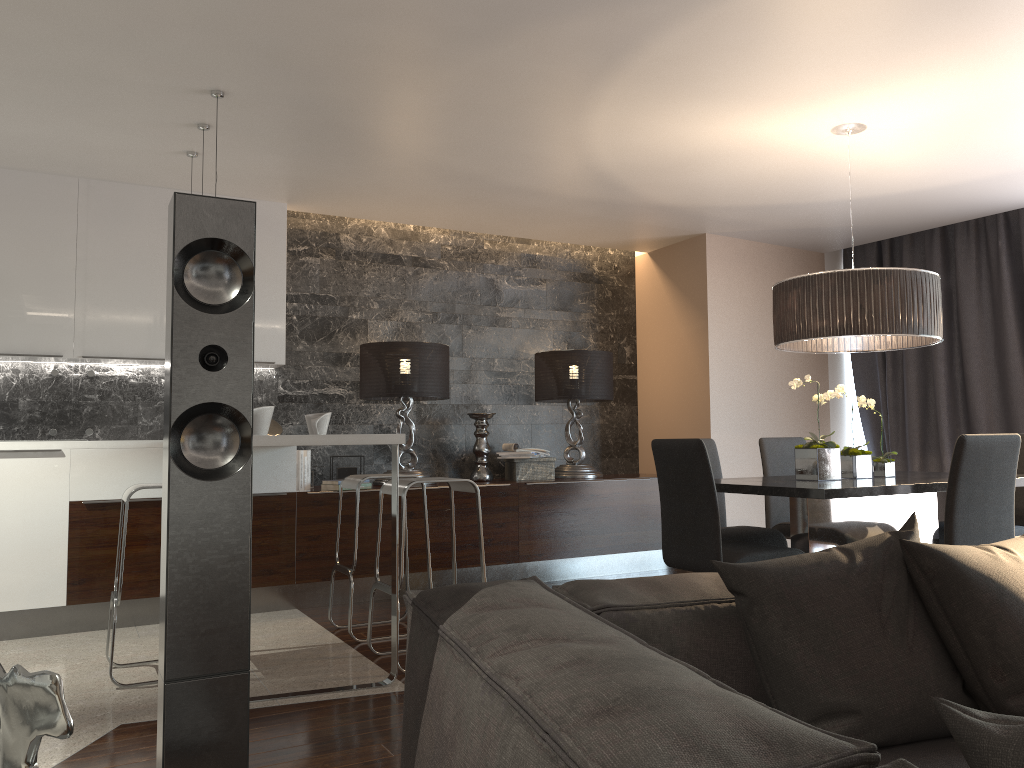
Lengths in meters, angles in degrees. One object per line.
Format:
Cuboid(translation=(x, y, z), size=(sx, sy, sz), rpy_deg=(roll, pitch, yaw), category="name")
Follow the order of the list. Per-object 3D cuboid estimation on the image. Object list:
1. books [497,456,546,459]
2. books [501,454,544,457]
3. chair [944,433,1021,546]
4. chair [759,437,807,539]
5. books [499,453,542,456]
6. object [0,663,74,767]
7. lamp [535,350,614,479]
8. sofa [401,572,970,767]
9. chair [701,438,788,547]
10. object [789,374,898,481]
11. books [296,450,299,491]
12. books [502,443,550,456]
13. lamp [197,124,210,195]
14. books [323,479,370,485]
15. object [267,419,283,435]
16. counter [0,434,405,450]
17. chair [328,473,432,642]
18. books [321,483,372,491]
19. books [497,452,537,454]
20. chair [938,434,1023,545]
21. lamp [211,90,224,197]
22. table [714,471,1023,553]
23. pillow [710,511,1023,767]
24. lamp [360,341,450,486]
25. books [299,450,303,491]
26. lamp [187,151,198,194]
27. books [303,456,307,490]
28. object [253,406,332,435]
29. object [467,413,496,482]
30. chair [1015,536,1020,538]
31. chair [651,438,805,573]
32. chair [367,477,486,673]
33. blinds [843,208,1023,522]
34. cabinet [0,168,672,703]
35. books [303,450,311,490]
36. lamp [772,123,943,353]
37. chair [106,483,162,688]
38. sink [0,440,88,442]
Cuboid(translation=(0.071, 0.530, 6.377), size=(0.245, 0.011, 0.328), rpy_deg=(-2, -4, 19), category="books")
Cuboid(translation=(0.080, 0.520, 6.392), size=(0.249, 0.011, 0.323), rpy_deg=(-1, -4, 9), category="books")
Cuboid(translation=(1.686, 0.685, 3.499), size=(0.448, 0.965, 0.545), rpy_deg=(2, -5, -28), category="chair")
Cuboid(translation=(1.741, 0.785, 5.021), size=(0.448, 0.965, 0.545), rpy_deg=(2, -5, -28), category="chair")
Cuboid(translation=(0.063, 0.509, 6.381), size=(0.249, 0.011, 0.323), rpy_deg=(-1, -4, 9), category="books")
Cuboid(translation=(-0.393, 0.302, 0.626), size=(0.271, 0.288, 0.298), rpy_deg=(-3, -5, 32), category="object")
Cuboid(translation=(0.471, 0.236, 6.626), size=(0.596, 0.934, 0.588), rpy_deg=(0, -4, -2), category="lamp")
Cuboid(translation=(1.290, 0.648, 0.901), size=(2.574, 0.704, 2.638), rpy_deg=(0, -4, -18), category="sofa")
Cuboid(translation=(1.104, 0.770, 4.656), size=(0.448, 0.965, 0.545), rpy_deg=(2, -5, -28), category="chair")
Cuboid(translation=(1.603, 0.209, 4.306), size=(0.604, 0.501, 0.294), rpy_deg=(2, -5, -33), category="object")
Cuboid(translation=(-1.343, 0.532, 5.422), size=(0.025, 0.243, 0.167), rpy_deg=(2, -5, -27), category="books")
Cuboid(translation=(0.101, 0.489, 6.448), size=(0.283, 0.109, 0.311), rpy_deg=(0, -4, -18), category="books")
Cuboid(translation=(-1.479, -0.820, 4.198), size=(0.060, 0.846, 0.055), rpy_deg=(2, -5, -28), category="lamp")
Cuboid(translation=(-1.024, 0.604, 5.425), size=(0.158, 0.024, 0.240), rpy_deg=(-4, -5, 41), category="books")
Cuboid(translation=(-1.623, 0.191, 5.397), size=(0.428, 0.298, 0.557), rpy_deg=(0, -4, -15), category="object")
Cuboid(translation=(-2.833, 0.262, 3.602), size=(4.222, 0.041, 2.564), rpy_deg=(1, -4, -29), category="counter")
Cuboid(translation=(-0.680, 0.874, 4.562), size=(0.451, 0.801, 0.400), rpy_deg=(2, -5, -28), category="chair")
Cuboid(translation=(-1.023, 0.633, 5.433), size=(0.170, 0.034, 0.256), rpy_deg=(-4, -5, 40), category="books")
Cuboid(translation=(0.056, 0.498, 6.376), size=(0.247, 0.011, 0.326), rpy_deg=(-2, -4, 14), category="books")
Cuboid(translation=(2.504, 0.753, 4.710), size=(0.599, 0.965, 0.407), rpy_deg=(2, -5, -29), category="chair")
Cuboid(translation=(-1.282, -0.849, 3.806), size=(0.060, 0.846, 0.055), rpy_deg=(2, -5, -28), category="lamp")
Cuboid(translation=(1.723, 0.837, 4.251), size=(1.679, 0.760, 0.991), rpy_deg=(1, -4, -29), category="table")
Cuboid(translation=(0.707, 0.421, 1.166), size=(1.014, 0.431, 2.184), rpy_deg=(-3, -4, 25), category="pillow")
Cuboid(translation=(-0.722, 0.209, 5.941), size=(0.624, 0.934, 0.560), rpy_deg=(3, -5, -38), category="lamp")
Cuboid(translation=(-1.314, 0.531, 5.414), size=(0.020, 0.244, 0.166), rpy_deg=(2, -5, -27), category="books")
Cuboid(translation=(-1.677, -0.791, 4.591), size=(0.060, 0.846, 0.055), rpy_deg=(2, -5, -28), category="lamp")
Cuboid(translation=(-1.294, 0.550, 5.426), size=(0.021, 0.205, 0.148), rpy_deg=(2, -5, -27), category="books")
Cuboid(translation=(-1.008, 0.163, 3.850), size=(0.458, 0.133, 0.179), rpy_deg=(1, -4, -29), category="object")
Cuboid(translation=(-0.216, 0.448, 6.247), size=(0.202, 0.486, 0.214), rpy_deg=(-2, -4, 19), category="object")
Cuboid(translation=(2.324, 0.700, 3.864), size=(0.448, 0.965, 0.545), rpy_deg=(2, -5, -28), category="chair")
Cuboid(translation=(0.946, 0.719, 3.843), size=(0.599, 0.965, 0.407), rpy_deg=(2, -5, -29), category="chair")
Cuboid(translation=(-0.378, 0.830, 3.962), size=(0.451, 0.801, 0.400), rpy_deg=(2, -5, -28), category="chair")
Cuboid(translation=(4.764, -0.256, 4.453), size=(0.788, 2.896, 7.102), rpy_deg=(2, -5, -35), category="blinds")
Cuboid(translation=(-1.146, -0.034, 3.629), size=(7.251, 2.502, 4.236), rpy_deg=(1, -4, -29), category="cabinet")
Cuboid(translation=(-1.282, 0.533, 5.457), size=(0.025, 0.243, 0.167), rpy_deg=(2, -5, -27), category="books")
Cuboid(translation=(1.693, -0.740, 4.373), size=(0.812, 1.103, 0.796), rpy_deg=(0, -4, -4), category="lamp")
Cuboid(translation=(-1.496, 0.836, 3.810), size=(0.451, 0.801, 0.400), rpy_deg=(2, -5, -28), category="chair")
Cuboid(translation=(-2.910, 0.288, 4.645), size=(1.208, 0.521, 0.485), rpy_deg=(1, -4, -29), category="sink")
